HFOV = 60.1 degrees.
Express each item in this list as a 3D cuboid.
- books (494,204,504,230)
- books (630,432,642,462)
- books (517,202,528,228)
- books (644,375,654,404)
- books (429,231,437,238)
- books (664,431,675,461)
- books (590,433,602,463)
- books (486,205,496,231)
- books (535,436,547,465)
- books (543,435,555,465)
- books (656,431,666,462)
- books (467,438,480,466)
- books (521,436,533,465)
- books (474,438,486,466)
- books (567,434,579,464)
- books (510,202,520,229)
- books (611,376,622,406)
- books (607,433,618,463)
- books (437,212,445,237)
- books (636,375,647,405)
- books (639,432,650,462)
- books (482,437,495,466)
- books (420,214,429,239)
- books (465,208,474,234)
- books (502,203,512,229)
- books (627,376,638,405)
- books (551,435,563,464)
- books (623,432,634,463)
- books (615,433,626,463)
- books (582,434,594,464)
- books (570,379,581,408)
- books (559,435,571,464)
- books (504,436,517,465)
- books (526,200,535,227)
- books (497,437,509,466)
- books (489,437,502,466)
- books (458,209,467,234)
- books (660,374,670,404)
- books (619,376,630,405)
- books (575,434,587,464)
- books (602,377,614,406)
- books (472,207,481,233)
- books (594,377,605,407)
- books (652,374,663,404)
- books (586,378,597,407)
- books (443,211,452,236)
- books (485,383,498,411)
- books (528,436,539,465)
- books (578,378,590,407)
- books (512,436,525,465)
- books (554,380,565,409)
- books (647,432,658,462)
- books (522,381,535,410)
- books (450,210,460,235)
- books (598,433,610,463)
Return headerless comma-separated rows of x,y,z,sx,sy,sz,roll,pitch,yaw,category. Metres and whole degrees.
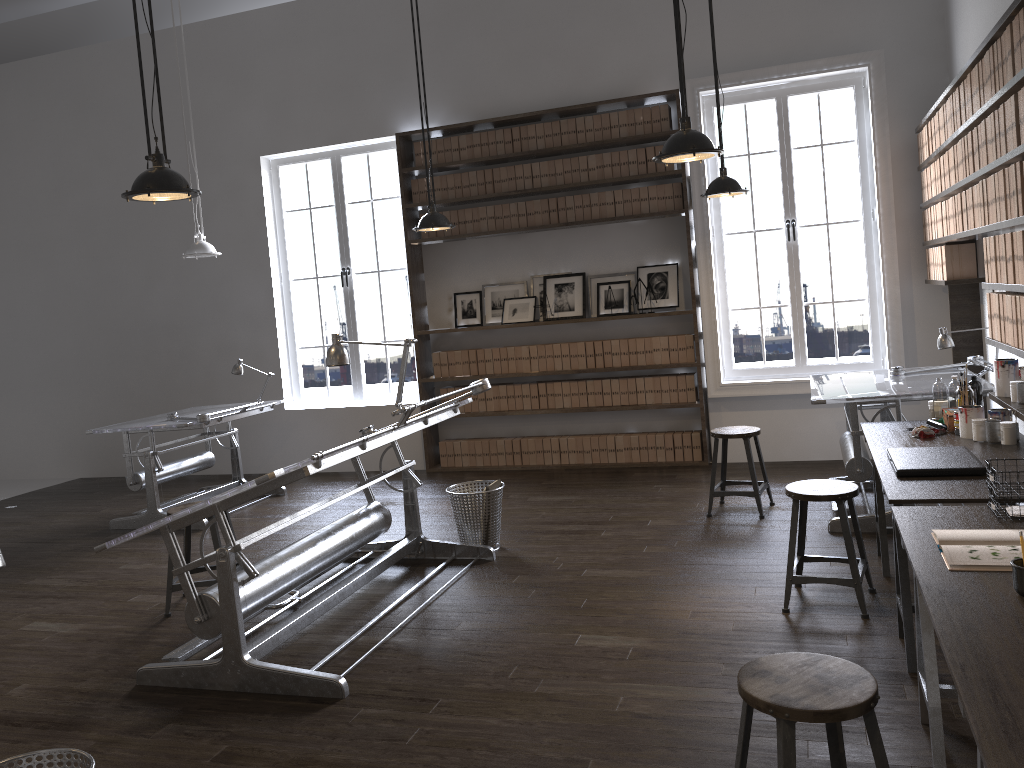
-0.085,-1.434,7.671,0.066,0.225,0.175,-4,4,19,books
1.050,0.532,7.433,0.067,0.225,0.175,-4,4,19,books
0.114,-1.444,7.598,0.066,0.225,0.175,-4,4,19,books
1.156,0.045,7.365,0.066,0.225,0.175,-4,4,19,books
-0.680,-1.401,7.866,0.067,0.225,0.175,-4,4,19,books
1.317,0.516,7.350,0.066,0.225,0.175,-4,4,19,books
0.728,0.549,7.548,0.066,0.225,0.175,-4,4,19,books
-0.153,-1.430,7.689,0.067,0.225,0.175,-4,4,19,books
0.262,0.575,7.698,0.067,0.225,0.175,-4,4,19,books
0.330,0.571,7.675,0.066,0.225,0.175,-4,4,19,books
1.248,0.521,7.368,0.066,0.225,0.175,-4,4,19,books
-0.328,0.607,7.901,0.066,0.225,0.175,-4,4,19,books
0.142,0.581,7.745,0.066,0.225,0.175,-4,4,19,books
-0.266,0.604,7.875,0.067,0.225,0.175,-4,4,19,books
0.539,0.560,7.608,0.066,0.225,0.175,-4,4,19,books
0.046,-1.441,7.625,0.066,0.225,0.175,-4,4,19,books
0.889,0.059,7.455,0.066,0.225,0.175,-4,4,19,books
0.859,0.542,7.498,0.067,0.225,0.175,-4,4,19,books
-0.607,-1.406,7.848,0.066,0.225,0.175,-4,4,19,books
1.087,0.049,7.387,0.067,0.225,0.175,-4,4,19,books
1.115,0.528,7.417,0.066,0.225,0.175,-4,4,19,books
-0.200,0.600,7.859,0.066,0.225,0.175,-4,4,19,books
-0.748,-1.398,7.895,0.066,0.225,0.175,-4,4,19,books
-0.344,-1.419,7.753,0.067,0.225,0.175,-4,4,19,books
-0.018,-1.438,7.651,0.066,0.225,0.175,-4,4,19,books
1.022,0.052,7.413,0.066,0.225,0.175,-4,4,19,books
0.400,0.567,7.655,0.066,0.225,0.175,-4,4,19,books
0.988,0.535,7.459,0.066,0.225,0.175,-4,4,19,books
0.928,0.538,7.477,0.066,0.225,0.175,-4,4,19,books
0.660,0.553,7.564,0.067,0.225,0.175,-4,4,19,books
0.557,0.077,7.571,0.066,0.225,0.175,-4,4,19,books
0.469,0.563,7.629,0.067,0.225,0.175,-4,4,19,books
0.001,0.589,7.792,0.066,0.225,0.175,-4,4,19,books
0.182,-1.448,7.575,0.067,0.225,0.175,-4,4,19,books
-0.068,0.593,7.810,0.066,0.225,0.175,-4,4,19,books
-0.133,0.596,7.837,0.066,0.225,0.175,-4,4,19,books
-0.406,-1.417,7.780,0.066,0.225,0.175,-4,4,19,books
1.278,0.038,7.321,0.067,0.225,0.175,-4,4,19,books
0.956,0.055,7.437,0.066,0.225,0.175,-4,4,19,books
0.599,0.556,7.590,0.066,0.225,0.175,-4,4,19,books
0.820,0.064,7.475,0.066,0.225,0.175,-4,4,19,books
-0.280,-1.423,7.736,0.066,0.225,0.175,-4,4,19,books
0.751,0.067,7.498,0.067,0.225,0.175,-4,4,19,books
1.216,0.041,7.347,0.066,0.225,0.175,-4,4,19,books
0.693,0.070,7.522,0.066,0.225,0.175,-4,4,19,books
-0.541,-1.409,7.821,0.066,0.225,0.175,-4,4,19,books
-0.170,0.118,7.811,0.066,0.225,0.175,-4,4,19,books
0.203,0.578,7.722,0.066,0.225,0.175,-4,4,19,books
0.622,0.074,7.547,0.066,0.225,0.175,-4,4,19,books
0.070,0.585,7.763,0.067,0.225,0.175,-4,4,19,books
0.420,0.085,7.609,0.066,0.225,0.175,-4,4,19,books
1.183,0.524,7.395,0.066,0.225,0.175,-4,4,19,books
0.150,0.100,7.702,0.066,0.225,0.175,-4,4,19,books
-0.473,-1.413,7.802,0.066,0.225,0.175,-4,4,19,books
0.794,0.545,7.525,0.066,0.225,0.175,-4,4,19,books
